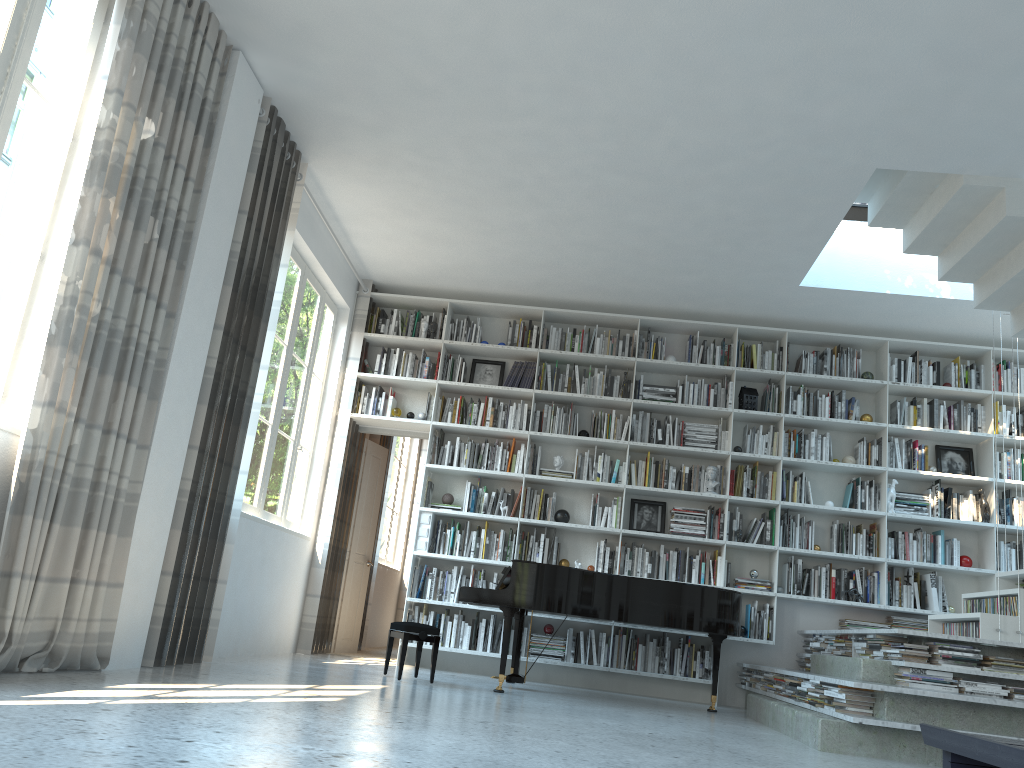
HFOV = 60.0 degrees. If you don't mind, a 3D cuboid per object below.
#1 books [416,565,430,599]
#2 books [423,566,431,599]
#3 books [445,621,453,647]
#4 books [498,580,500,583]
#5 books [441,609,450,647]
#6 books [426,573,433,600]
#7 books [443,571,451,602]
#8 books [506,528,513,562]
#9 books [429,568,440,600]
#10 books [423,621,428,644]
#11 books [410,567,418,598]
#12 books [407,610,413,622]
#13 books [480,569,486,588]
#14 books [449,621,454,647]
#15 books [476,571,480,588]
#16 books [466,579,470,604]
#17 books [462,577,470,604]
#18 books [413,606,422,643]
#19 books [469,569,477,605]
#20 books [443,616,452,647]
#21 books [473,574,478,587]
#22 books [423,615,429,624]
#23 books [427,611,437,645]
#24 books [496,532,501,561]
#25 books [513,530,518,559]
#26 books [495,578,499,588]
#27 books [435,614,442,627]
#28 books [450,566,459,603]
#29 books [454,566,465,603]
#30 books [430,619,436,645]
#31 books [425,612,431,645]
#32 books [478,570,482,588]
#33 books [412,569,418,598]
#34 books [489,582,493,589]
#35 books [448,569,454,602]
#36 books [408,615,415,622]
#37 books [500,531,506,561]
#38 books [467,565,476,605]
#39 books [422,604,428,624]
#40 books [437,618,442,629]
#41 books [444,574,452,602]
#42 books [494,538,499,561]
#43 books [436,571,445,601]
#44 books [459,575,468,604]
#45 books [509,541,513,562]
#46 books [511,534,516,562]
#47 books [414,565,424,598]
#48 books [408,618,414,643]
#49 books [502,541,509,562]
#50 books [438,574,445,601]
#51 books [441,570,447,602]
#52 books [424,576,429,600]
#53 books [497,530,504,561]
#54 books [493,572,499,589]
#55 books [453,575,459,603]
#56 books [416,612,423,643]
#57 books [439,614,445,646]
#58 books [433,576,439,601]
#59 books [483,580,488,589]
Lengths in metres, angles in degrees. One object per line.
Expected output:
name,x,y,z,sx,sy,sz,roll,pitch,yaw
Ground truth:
books,-0.744,1.656,7.410,0.052,0.283,0.173,6,-15,5
books,-0.713,1.669,7.425,0.010,0.273,0.150,6,-15,5
books,-0.511,2.057,7.285,0.030,0.201,0.168,6,-15,5
books,-0.110,1.753,7.373,0.030,0.226,0.140,6,-15,5
books,-0.549,2.007,7.305,0.013,0.299,0.184,6,-15,5
books,-0.677,1.693,7.395,0.022,0.220,0.188,6,-15,5
books,-0.544,1.689,7.382,0.010,0.252,0.178,6,-15,5
books,-0.019,1.363,7.439,0.014,0.285,0.180,6,-15,5
books,-0.648,1.675,7.404,0.029,0.265,0.172,6,-15,5
books,-0.700,2.051,7.316,0.022,0.185,0.146,6,-15,5
books,-0.816,1.669,7.434,0.012,0.253,0.161,6,-15,5
books,-0.856,2.005,7.345,0.012,0.253,0.161,6,-15,5
books,-0.252,1.698,7.376,0.013,0.300,0.173,6,-15,5
books,-0.487,2.063,7.313,0.014,0.210,0.146,6,-15,5
books,-0.286,1.707,7.394,0.013,0.283,0.139,6,-15,5
books,-0.358,1.734,7.383,0.013,0.208,0.155,6,-15,5
books,-0.377,1.725,7.387,0.028,0.224,0.134,6,-15,5
books,-0.783,1.989,7.333,0.044,0.293,0.182,6,-15,5
books,-0.328,1.692,7.379,0.012,0.294,0.177,6,-15,5
books,-0.533,2.040,7.317,0.022,0.246,0.135,6,-15,5
books,-0.309,1.719,7.390,0.029,0.254,0.153,6,-15,5
books,-0.719,2.028,7.317,0.022,0.225,0.155,6,-15,5
books,-0.661,2.013,7.311,0.023,0.265,0.177,6,-15,5
books,-0.107,1.379,7.460,0.010,0.245,0.160,6,-15,5
books,0.034,1.379,7.461,0.024,0.279,0.136,6,-15,5
books,-0.132,1.735,7.343,0.011,0.239,0.175,6,-15,5
books,-0.616,2.029,7.324,0.022,0.251,0.140,6,-15,5
books,-0.481,1.679,7.407,0.027,0.298,0.142,6,-15,5
books,-0.437,1.675,7.386,0.039,0.306,0.173,6,-15,5
books,-0.641,2.048,7.316,0.022,0.205,0.159,6,-15,5
books,-0.679,2.011,7.306,0.013,0.261,0.174,6,-15,5
books,-0.269,1.703,7.382,0.022,0.290,0.138,6,-15,5
books,-0.797,1.675,7.416,0.029,0.238,0.155,6,-15,5
books,-0.177,1.758,7.377,0.030,0.202,0.142,6,-15,5
books,-0.501,1.692,7.412,0.013,0.273,0.146,6,-15,5
books,-0.841,2.024,7.339,0.023,0.215,0.159,6,-15,5
books,-0.073,1.376,7.460,0.013,0.259,0.143,6,-15,5
books,-0.339,1.674,7.376,0.014,0.324,0.171,6,-15,5
books,-0.730,1.984,7.335,0.011,0.317,0.158,6,-15,5
books,-0.597,2.043,7.308,0.022,0.220,0.163,6,-15,5
books,-0.525,1.706,7.390,0.028,0.228,0.158,6,-15,5
books,-0.126,1.403,7.459,0.023,0.193,0.140,6,-15,5
books,-0.597,1.696,7.421,0.022,0.247,0.134,6,-15,5
books,-0.405,1.717,7.395,0.031,0.238,0.132,6,-15,5
books,-0.004,1.421,7.457,0.023,0.186,0.130,6,-15,5
books,0.014,1.390,7.437,0.010,0.239,0.175,6,-15,5
books,-0.776,1.654,7.404,0.011,0.276,0.190,6,-15,5
books,-0.819,2.032,7.308,0.029,0.190,0.177,6,-15,5
books,-0.051,1.416,7.448,0.041,0.181,0.142,6,-15,5
books,-0.577,1.701,7.384,0.028,0.222,0.189,6,-15,5
books,-0.554,1.687,7.388,0.013,0.256,0.190,6,-15,5
books,-0.700,1.708,7.415,0.024,0.197,0.148,6,-15,5
books,-0.091,1.366,7.444,0.021,0.265,0.186,6,-15,5
books,-0.145,1.718,7.377,0.025,0.287,0.131,6,-15,5
books,-0.465,1.714,7.399,0.012,0.232,0.149,6,-15,5
books,-0.751,2.017,7.330,0.024,0.246,0.143,6,-15,5
books,-0.570,2.030,7.316,0.027,0.256,0.160,6,-15,5
books,-0.624,1.715,7.414,0.025,0.199,0.137,6,-15,5
books,-0.221,1.743,7.365,0.059,0.215,0.178,6,-15,5
